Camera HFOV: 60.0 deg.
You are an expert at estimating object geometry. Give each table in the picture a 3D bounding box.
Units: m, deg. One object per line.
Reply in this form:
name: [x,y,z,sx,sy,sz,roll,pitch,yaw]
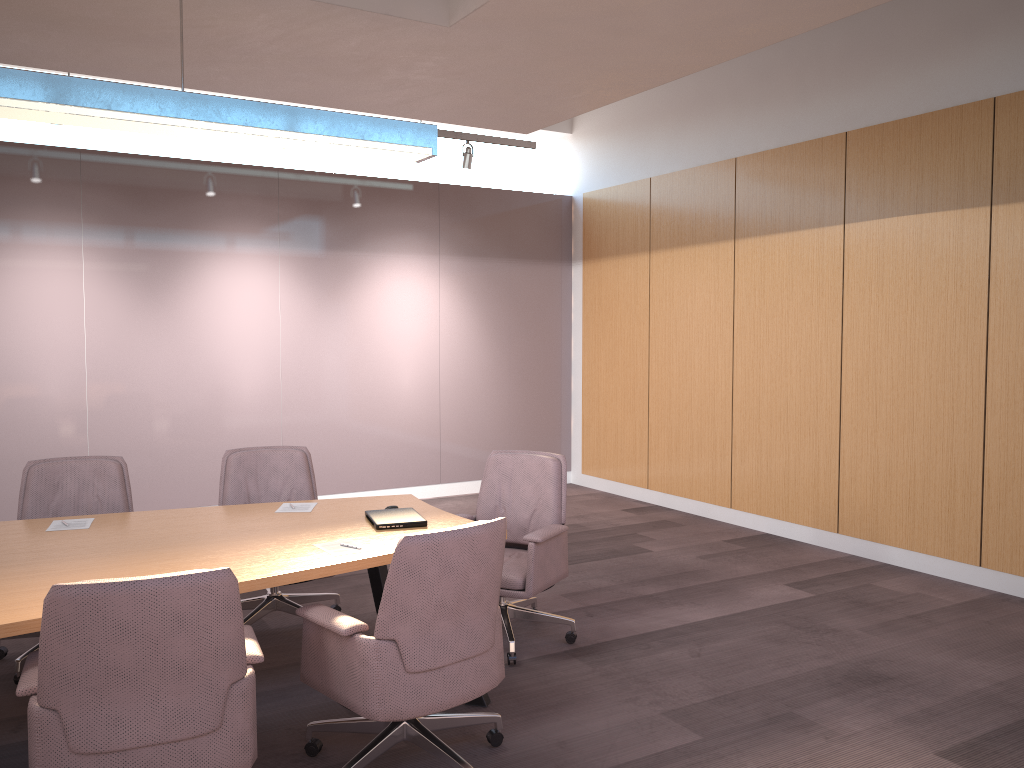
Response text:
table: [-3.713,1.095,2.238,8.000,0.748,1.885,-2,4,-31]

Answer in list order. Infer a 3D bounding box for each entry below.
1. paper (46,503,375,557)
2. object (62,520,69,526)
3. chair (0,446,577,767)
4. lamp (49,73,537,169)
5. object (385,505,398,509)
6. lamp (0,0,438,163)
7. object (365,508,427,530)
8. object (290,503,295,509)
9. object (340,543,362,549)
paper: [-3.638,0.718,2.269,6.800,0.001,1.713,-2,4,-30]
object: [-1.990,0.618,3.945,0.009,0.009,0.125,-3,4,-38]
chair: [-3.808,0.997,2.185,9.673,0.948,3.001,-2,4,-30]
lamp: [-3.450,-2.129,2.150,12.467,1.321,5.699,-2,4,-31]
object: [-0.580,0.595,4.267,0.070,0.019,0.039,-2,4,-37]
lamp: [-3.381,-1.863,2.253,6.974,1.864,0.200,-2,4,-31]
object: [-0.529,0.607,4.011,0.231,0.026,0.325,-1,3,-18]
object: [-1.077,0.596,4.338,0.009,0.009,0.125,-1,4,-23]
object: [-0.636,0.642,3.510,0.125,0.009,0.009,3,4,38]
